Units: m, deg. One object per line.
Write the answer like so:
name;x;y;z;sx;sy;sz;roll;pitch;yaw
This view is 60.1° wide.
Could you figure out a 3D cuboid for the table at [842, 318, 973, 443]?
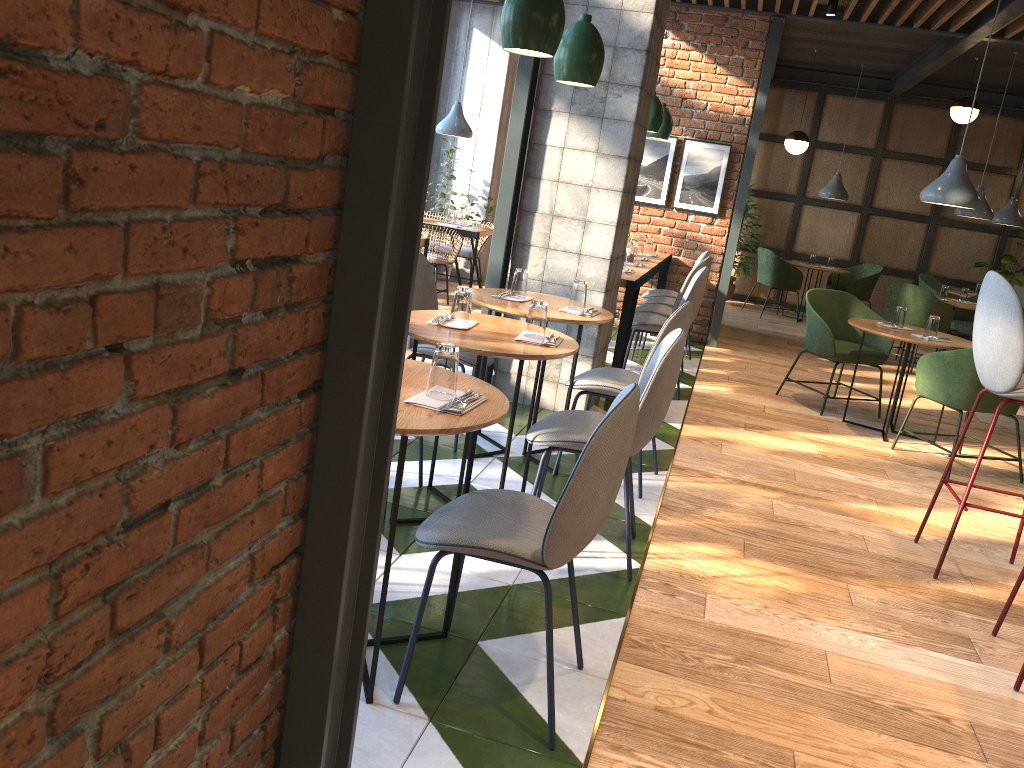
table;2.562;-0.006;5.849;0.808;0.681;0.814;-4;18;-45

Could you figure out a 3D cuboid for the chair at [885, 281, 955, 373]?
chair;3.922;-0.571;8.670;0.514;0.811;0.645;1;15;-31

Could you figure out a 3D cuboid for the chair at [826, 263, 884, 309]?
chair;4.233;-1.129;11.078;0.514;0.811;0.645;6;13;-12

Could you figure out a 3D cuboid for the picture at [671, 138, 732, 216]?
picture;1.706;-1.866;7.979;0.431;0.625;0.015;12;12;13

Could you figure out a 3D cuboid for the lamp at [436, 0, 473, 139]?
lamp;-0.211;-4.496;7.925;0.353;4.449;0.356;-1;15;-41

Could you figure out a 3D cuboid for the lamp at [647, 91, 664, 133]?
lamp;1.173;-2.894;6.543;0.224;2.003;0.225;12;12;16

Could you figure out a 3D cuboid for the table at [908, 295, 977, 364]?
table;4.348;-0.498;8.914;0.807;0.681;0.815;0;16;-35

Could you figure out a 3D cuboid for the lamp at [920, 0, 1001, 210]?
lamp;3.107;-3.286;5.177;0.353;4.449;0.356;-1;15;-41

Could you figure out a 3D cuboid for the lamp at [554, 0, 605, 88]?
lamp;0.435;-2.309;3.761;0.224;2.003;0.225;12;12;16

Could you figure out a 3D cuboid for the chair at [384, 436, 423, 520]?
chair;-0.550;0.004;3.463;0.509;0.879;0.421;12;12;14

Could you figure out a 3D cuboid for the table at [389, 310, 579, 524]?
table;-0.152;0.159;3.381;0.699;0.740;0.706;0;15;-34

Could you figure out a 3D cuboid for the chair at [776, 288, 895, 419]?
chair;2.349;-0.229;6.331;0.638;0.811;0.520;4;13;-22

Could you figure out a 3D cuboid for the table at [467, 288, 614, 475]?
table;0.074;-0.020;4.232;0.702;0.740;0.703;14;14;23

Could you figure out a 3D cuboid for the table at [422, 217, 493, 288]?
table;-0.886;-1.226;8.515;1.274;0.699;0.663;12;13;13

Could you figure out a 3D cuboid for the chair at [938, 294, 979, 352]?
chair;4.836;-0.548;9.146;0.514;0.811;0.645;3;14;-26

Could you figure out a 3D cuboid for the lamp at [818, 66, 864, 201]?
lamp;4.222;-4.395;10.280;0.353;4.449;0.356;-1;15;-41

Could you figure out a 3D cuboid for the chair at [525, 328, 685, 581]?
chair;0.309;0.190;3.259;0.508;0.879;0.422;11;12;9

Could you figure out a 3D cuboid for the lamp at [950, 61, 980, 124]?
lamp;4.906;-4.492;8.731;0.268;3.759;0.271;7;12;-8

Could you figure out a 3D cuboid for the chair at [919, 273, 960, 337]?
chair;5.068;-0.865;10.551;0.639;0.811;0.519;-3;17;-44

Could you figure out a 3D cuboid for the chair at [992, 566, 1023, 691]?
chair;1.938;0.379;2.788;0.509;1.232;0.421;13;12;18

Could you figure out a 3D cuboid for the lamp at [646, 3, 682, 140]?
lamp;1.398;-3.073;7.395;0.224;2.003;0.225;12;12;16

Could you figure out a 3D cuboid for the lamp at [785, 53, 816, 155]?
lamp;3.530;-4.455;9.801;0.268;3.759;0.271;1;14;-33

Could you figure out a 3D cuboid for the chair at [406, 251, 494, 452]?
chair;-0.337;-0.185;4.344;0.509;0.879;0.421;12;12;14

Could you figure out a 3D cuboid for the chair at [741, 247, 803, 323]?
chair;3.233;-1.227;10.849;0.514;0.811;0.645;6;13;-12

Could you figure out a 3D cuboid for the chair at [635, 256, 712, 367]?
chair;1.280;-0.637;7.147;0.509;0.879;0.421;13;13;19

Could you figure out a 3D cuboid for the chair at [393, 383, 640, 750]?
chair;0.009;0.384;2.301;0.509;0.879;0.421;12;12;14

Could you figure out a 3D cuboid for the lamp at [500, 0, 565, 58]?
lamp;0.210;-2.130;2.910;0.224;2.003;0.225;12;12;16

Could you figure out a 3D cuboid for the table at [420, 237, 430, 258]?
table;-1.373;-0.841;6.680;1.274;0.699;0.663;12;13;13

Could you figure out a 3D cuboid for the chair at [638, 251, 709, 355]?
chair;1.380;-0.755;7.678;0.508;0.879;0.422;11;12;9

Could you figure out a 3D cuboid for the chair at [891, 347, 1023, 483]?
chair;2.725;0.099;5.262;0.637;0.811;0.520;5;13;-17

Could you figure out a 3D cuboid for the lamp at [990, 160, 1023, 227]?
lamp;5.909;-3.942;9.525;0.353;4.449;0.356;-1;15;-41

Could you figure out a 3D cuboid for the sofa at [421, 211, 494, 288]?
sofa;-0.741;-1.353;9.054;1.094;0.726;0.474;12;13;13

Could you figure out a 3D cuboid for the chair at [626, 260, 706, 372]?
chair;1.113;-0.526;6.604;0.509;0.879;0.421;13;13;19

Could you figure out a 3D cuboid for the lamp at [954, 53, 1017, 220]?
lamp;4.855;-3.782;8.236;0.353;4.449;0.356;-1;15;-41

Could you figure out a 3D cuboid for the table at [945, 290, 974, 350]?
table;5.371;-0.663;10.204;0.809;0.681;0.814;12;13;13

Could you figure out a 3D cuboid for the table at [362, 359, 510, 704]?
table;-0.408;0.363;2.413;0.699;0.740;0.707;1;15;-30

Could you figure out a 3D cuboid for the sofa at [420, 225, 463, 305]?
sofa;-1.026;-1.126;7.976;1.094;0.726;0.474;12;13;13

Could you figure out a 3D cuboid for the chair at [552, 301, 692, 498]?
chair;0.506;0.005;4.116;0.509;0.879;0.421;13;13;19

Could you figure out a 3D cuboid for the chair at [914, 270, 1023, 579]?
chair;2.047;0.192;3.602;0.508;1.232;0.421;12;12;13

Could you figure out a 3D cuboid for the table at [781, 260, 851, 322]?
table;3.700;-1.118;10.975;0.807;0.681;0.815;-1;16;-36

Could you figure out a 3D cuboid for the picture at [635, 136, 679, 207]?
picture;1.247;-1.965;8.086;0.431;0.625;0.015;12;12;13

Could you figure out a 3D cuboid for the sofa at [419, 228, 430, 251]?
sofa;-1.228;-0.966;7.214;1.094;0.726;0.474;12;13;13

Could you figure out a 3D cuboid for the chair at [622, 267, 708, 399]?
chair;1.008;-0.403;6.047;0.508;0.879;0.422;11;12;9
